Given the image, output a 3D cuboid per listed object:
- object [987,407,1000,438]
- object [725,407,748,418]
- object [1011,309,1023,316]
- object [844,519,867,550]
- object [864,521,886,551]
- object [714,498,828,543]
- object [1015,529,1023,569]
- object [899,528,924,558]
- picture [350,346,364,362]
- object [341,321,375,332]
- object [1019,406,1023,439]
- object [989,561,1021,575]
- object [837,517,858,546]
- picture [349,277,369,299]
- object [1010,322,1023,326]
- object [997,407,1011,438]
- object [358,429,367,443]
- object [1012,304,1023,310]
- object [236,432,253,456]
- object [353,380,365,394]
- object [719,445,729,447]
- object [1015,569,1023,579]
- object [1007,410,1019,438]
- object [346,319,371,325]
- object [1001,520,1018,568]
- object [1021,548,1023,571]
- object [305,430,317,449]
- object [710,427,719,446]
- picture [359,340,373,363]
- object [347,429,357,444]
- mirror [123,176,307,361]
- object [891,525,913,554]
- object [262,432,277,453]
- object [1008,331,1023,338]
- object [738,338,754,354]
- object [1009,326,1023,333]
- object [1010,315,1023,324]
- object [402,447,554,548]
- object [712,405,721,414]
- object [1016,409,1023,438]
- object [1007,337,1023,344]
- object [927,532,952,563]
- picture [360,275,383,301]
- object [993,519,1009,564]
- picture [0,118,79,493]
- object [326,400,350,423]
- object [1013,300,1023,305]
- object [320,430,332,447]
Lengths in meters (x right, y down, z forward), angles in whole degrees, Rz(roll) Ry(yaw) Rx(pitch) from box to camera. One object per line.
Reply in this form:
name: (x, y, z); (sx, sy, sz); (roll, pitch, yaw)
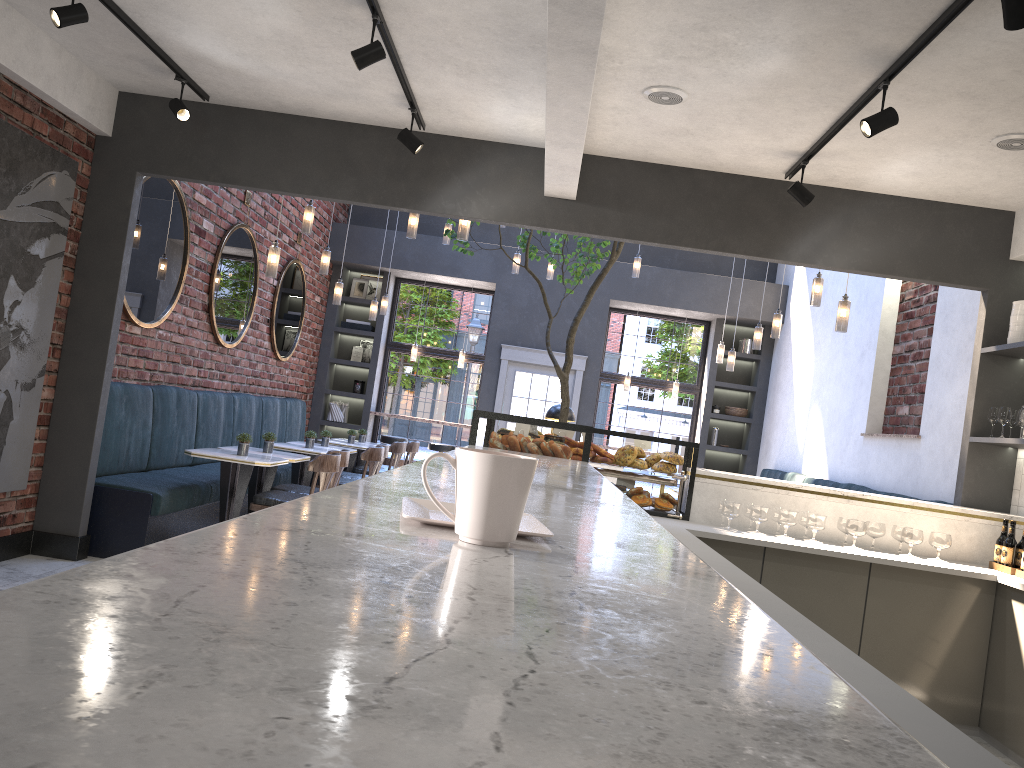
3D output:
object: (2.905, 0.235, 5.351); (0.070, 0.188, 0.070); (9, -2, -7)
object: (3.020, 0.382, 11.949); (0.304, 0.123, 0.305); (7, -2, 23)
object: (3.032, -0.398, 5.235); (0.154, 0.076, 0.153); (7, -2, 23)
object: (1.863, 0.816, 4.812); (0.114, 0.147, 0.114); (8, -2, 7)
object: (2.016, 0.844, 4.938); (0.114, 0.147, 0.114); (8, -2, 7)
object: (1.428, 0.757, 4.923); (0.575, 0.147, 0.256); (8, -2, 2)
object: (2.761, 0.887, 4.781); (0.070, 0.279, 0.069); (10, -2, -36)
object: (2.162, 0.860, 4.801); (0.114, 0.147, 0.114); (8, -2, 7)
picture: (-2.146, -0.409, 12.288); (0.161, 0.227, 0.049); (8, -2, 3)
object: (-2.105, -0.773, 12.120); (0.412, 0.084, 0.287); (8, -2, 2)
object: (2.894, 0.219, 4.997); (0.070, 0.188, 0.070); (9, -2, -7)
object: (2.780, 1.012, 4.775); (0.307, 0.038, 0.231); (8, -2, 2)
object: (1.867, 0.822, 4.943); (0.114, 0.147, 0.114); (8, -2, 7)
picture: (-2.119, -1.314, 12.300); (0.230, 0.313, 0.061); (8, -2, 2)
object: (3.023, -0.333, 5.237); (0.154, 0.075, 0.153); (10, -2, -30)
object: (2.902, 0.230, 5.233); (0.070, 0.188, 0.070); (9, -2, -7)
object: (-1.766, 0.608, 10.462); (0.118, 0.165, 0.122); (9, -2, -20)
object: (3.038, -0.427, 5.234); (0.153, 0.067, 0.152); (10, -3, -42)
object: (-1.901, 0.425, 6.284); (0.118, 0.165, 0.122); (9, -2, -20)
object: (-2.086, 0.042, 12.083); (0.152, 0.181, 0.152); (7, -2, 40)
object: (2.832, 0.832, 11.843); (0.130, 0.026, 0.130); (9, -2, -15)
object: (2.771, 1.000, 4.499); (0.307, 0.038, 0.231); (8, -2, 2)
object: (3.014, 0.251, 5.347); (0.070, 0.188, 0.070); (9, -2, -7)
object: (-2.100, -0.834, 12.133); (0.327, 0.039, 0.227); (9, -2, -8)
object: (2.687, 0.876, 4.783); (0.070, 0.279, 0.069); (9, -2, -21)
object: (2.680, 0.867, 4.582); (0.070, 0.279, 0.069); (10, -2, -36)
object: (-1.842, 0.505, 8.104); (0.118, 0.165, 0.122); (9, -2, -20)
object: (2.715, 0.704, 11.878); (0.098, 0.248, 0.098); (7, -2, 41)
picture: (-2.010, -0.439, 12.310); (0.247, 0.326, 0.044); (8, -2, 2)
object: (-1.785, 0.582, 9.881); (0.118, 0.165, 0.122); (9, -2, -20)
mirror: (-2.606, -1.089, 8.471); (0.036, 1.509, 4.775); (8, -2, 2)
object: (2.166, 0.865, 4.932); (0.114, 0.147, 0.114); (8, -2, 7)
object: (-1.882, 0.450, 6.865); (0.118, 0.165, 0.122); (9, -2, -20)
object: (3.016, -0.271, 5.237); (0.153, 0.074, 0.154); (8, -2, 5)
object: (3.171, -0.500, 11.989); (0.214, 0.215, 0.213); (8, -2, 12)
object: (3.021, -0.301, 5.237); (0.153, 0.062, 0.153); (7, -3, 32)
object: (3.026, -0.363, 5.237); (0.153, 0.060, 0.153); (9, -2, -15)
object: (-0.037, 0.124, 1.046); (0.176, 0.097, 0.301); (9, -2, -7)
object: (2.746, 0.343, 11.935); (0.117, 0.119, 0.117); (9, -2, -22)
object: (3.010, 0.245, 5.229); (0.070, 0.188, 0.070); (9, -2, -7)
object: (3.009, -0.236, 5.238); (0.153, 0.055, 0.153); (10, -3, -36)
object: (2.311, 0.881, 4.795); (0.114, 0.147, 0.114); (8, -2, 7)
picture: (-1.951, -1.314, 12.329); (0.361, 0.369, 0.055); (8, -2, 2)
object: (2.689, 0.879, 4.857); (0.070, 0.279, 0.069); (10, -2, -36)
picture: (-2.870, -0.425, 4.019); (0.033, 2.027, 2.822); (8, -2, 2)
object: (-2.367, 0.359, 12.096); (0.250, 0.323, 0.241); (8, -2, 2)
object: (3.039, -0.459, 5.234); (0.153, 0.070, 0.153); (10, -3, -41)
object: (-1.824, 0.530, 8.685); (0.118, 0.165, 0.122); (9, -2, -20)
